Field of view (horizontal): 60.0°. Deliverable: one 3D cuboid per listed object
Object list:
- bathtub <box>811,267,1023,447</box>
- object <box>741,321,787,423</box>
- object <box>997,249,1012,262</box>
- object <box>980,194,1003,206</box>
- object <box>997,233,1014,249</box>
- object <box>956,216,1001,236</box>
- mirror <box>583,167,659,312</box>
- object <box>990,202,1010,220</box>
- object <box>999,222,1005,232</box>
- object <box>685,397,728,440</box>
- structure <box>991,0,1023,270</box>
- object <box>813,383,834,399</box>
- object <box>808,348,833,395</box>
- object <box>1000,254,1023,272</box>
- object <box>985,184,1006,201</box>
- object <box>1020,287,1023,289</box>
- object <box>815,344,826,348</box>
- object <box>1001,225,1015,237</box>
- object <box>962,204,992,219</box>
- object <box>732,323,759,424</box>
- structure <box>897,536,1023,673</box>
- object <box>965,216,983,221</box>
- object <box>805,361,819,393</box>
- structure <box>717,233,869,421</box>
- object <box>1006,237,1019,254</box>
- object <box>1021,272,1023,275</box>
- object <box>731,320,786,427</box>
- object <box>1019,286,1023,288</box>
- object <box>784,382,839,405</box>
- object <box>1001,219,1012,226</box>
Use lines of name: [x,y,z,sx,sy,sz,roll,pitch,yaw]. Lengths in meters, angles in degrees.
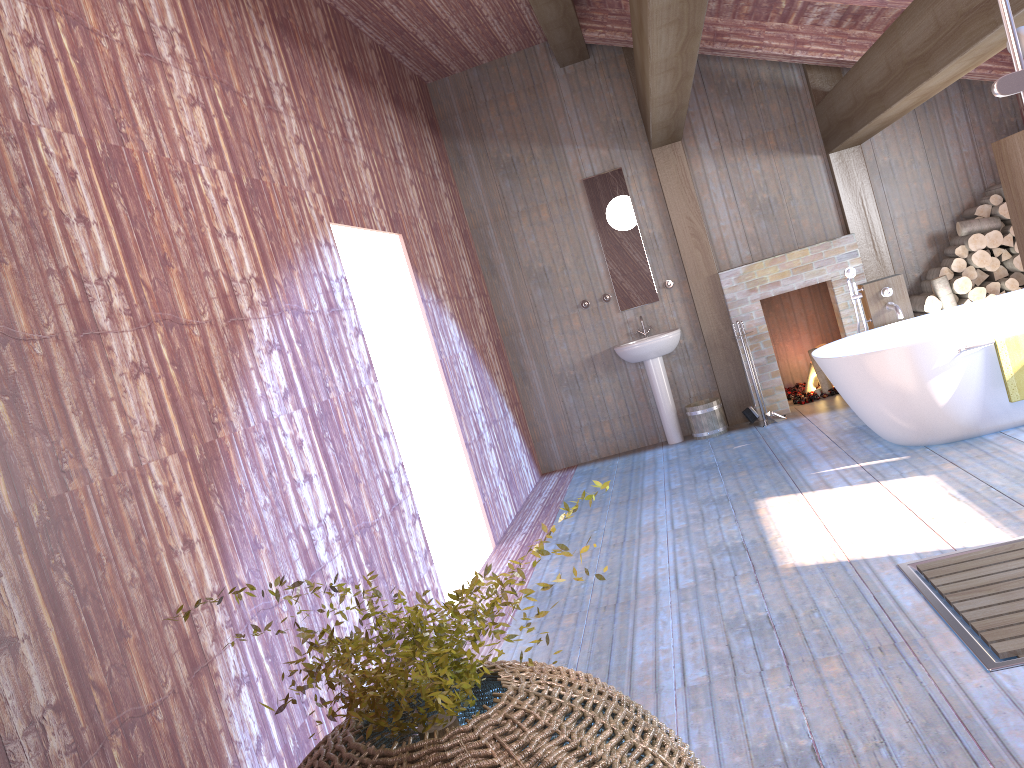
bathtub: [2.826,-0.327,5.338,1.935,1.109,1.460,-14,4,32]
object: [2.025,-0.106,7.291,0.126,0.871,0.206,-19,4,-36]
object: [3.863,-1.025,7.024,0.085,0.096,0.280,-16,4,12]
object: [3.770,-1.441,6.978,0.094,0.097,0.227,-16,4,12]
object: [3.831,-1.110,7.012,0.109,0.124,0.424,-16,4,10]
object: [3.645,-1.233,6.928,0.302,0.157,0.121,-16,4,12]
mirror: [0.949,-1.250,7.716,0.350,1.199,0.009,-16,4,11]
object: [3.834,-1.359,7.006,0.139,0.148,0.458,-16,4,11]
object: [3.826,-1.253,7.099,0.121,0.124,0.291,-16,4,12]
object: [1.656,0.295,7.540,0.309,0.290,0.308,-15,4,21]
structure: [1.576,-0.331,2.401,0.328,2.209,0.522,-14,4,31]
object: [2.768,0.054,7.842,0.278,0.084,0.085,-19,4,-33]
object: [2.727,-0.103,7.822,0.098,0.434,0.283,-16,4,9]
object: [3.948,-0.954,7.015,0.141,0.143,0.437,-16,4,9]
object: [3.876,-1.515,6.982,0.135,0.139,0.456,-16,4,12]
object: [4.005,-0.742,7.015,0.054,0.056,0.146,-16,4,11]
object: [2.870,-0.144,8.027,0.140,0.459,0.266,-15,4,28]
object: [3.896,-1.202,6.992,0.102,0.109,0.438,-16,4,11]
object: [3.726,-1.362,7.103,0.140,0.121,0.319,-16,4,12]
object: [1.885,-0.080,7.330,0.136,0.846,0.062,-17,4,-8]
structure: [1.959,0.679,3.008,1.000,0.067,1.000,-16,4,10]
object: [3.699,-1.267,7.117,0.113,0.130,0.291,-16,4,12]
object: [2.718,-0.053,7.997,0.221,0.306,0.121,-14,5,38]
structure: [2.465,-0.463,7.490,1.130,1.330,0.226,-16,4,10]
object: [3.954,-1.085,6.999,0.136,0.157,0.439,-16,4,12]
object: [4.080,-0.895,6.975,0.114,0.113,0.301,-16,4,8]
object: [1.963,-0.095,7.368,0.333,0.888,0.276,-19,5,-37]
object: [4.045,-0.718,7.024,0.115,0.112,0.423,-16,4,11]
object: [2.837,0.028,8.144,0.829,0.085,0.935,-17,4,-7]
object: [3.949,-1.298,6.976,0.143,0.151,0.440,-16,4,11]
